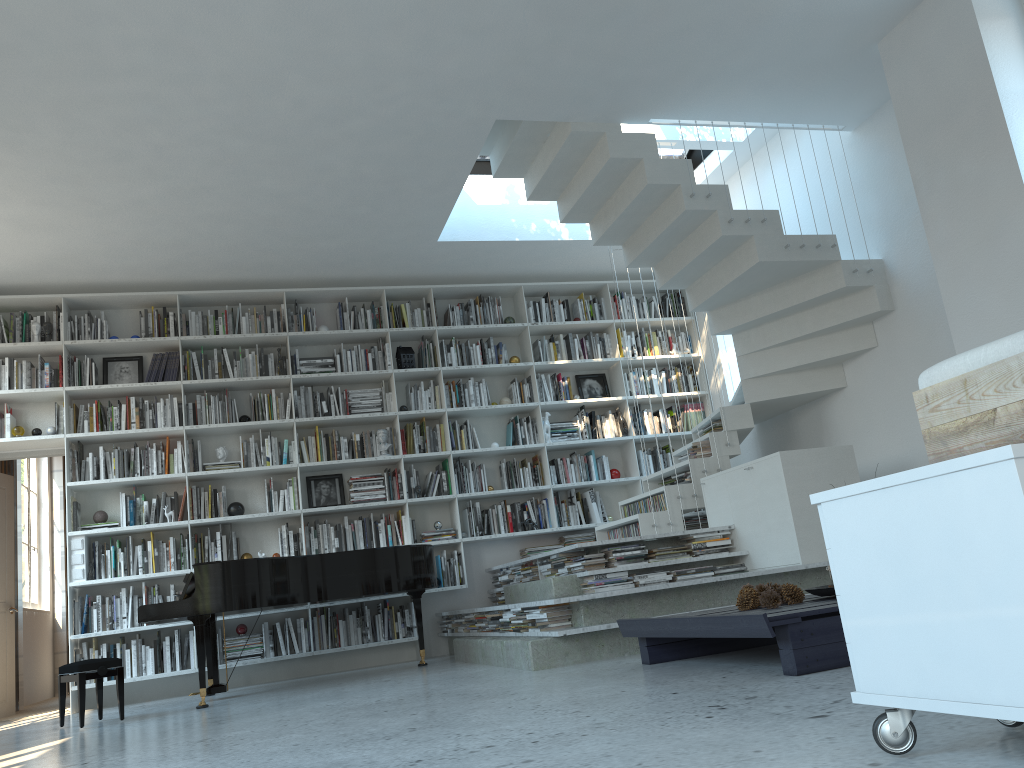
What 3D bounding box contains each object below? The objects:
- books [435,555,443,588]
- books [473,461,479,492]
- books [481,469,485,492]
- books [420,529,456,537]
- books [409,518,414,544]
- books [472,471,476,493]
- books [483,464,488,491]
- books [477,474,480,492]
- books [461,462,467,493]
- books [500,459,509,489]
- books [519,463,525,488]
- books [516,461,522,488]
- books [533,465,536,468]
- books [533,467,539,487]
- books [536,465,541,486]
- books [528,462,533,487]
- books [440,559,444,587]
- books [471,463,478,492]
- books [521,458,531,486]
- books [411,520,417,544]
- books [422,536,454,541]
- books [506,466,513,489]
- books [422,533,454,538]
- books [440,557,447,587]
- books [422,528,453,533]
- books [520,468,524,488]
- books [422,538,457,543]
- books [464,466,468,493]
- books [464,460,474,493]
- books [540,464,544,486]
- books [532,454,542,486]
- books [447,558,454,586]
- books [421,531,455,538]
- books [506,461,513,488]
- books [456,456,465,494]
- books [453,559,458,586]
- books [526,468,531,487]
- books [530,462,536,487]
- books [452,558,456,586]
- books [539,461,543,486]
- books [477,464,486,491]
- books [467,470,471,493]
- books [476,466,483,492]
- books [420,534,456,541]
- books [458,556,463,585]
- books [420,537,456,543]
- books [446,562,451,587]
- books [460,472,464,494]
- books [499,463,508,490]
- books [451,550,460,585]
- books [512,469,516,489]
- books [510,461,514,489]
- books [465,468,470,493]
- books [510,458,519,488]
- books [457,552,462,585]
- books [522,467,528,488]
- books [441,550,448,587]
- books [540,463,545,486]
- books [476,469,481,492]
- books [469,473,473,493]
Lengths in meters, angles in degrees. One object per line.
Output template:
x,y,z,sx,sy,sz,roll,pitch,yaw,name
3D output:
-0.598,1.544,7.287,0.005,0.263,0.163,-4,-14,-18,books
-0.323,0.824,7.673,0.006,0.284,0.160,-4,-14,-18,books
-0.271,0.856,7.666,0.014,0.207,0.181,-4,-14,-18,books
-0.622,1.244,7.402,0.285,0.012,0.160,-4,-14,-14,books
-0.856,1.239,7.401,0.027,0.228,0.141,-4,-14,-18,books
-0.347,0.864,7.650,0.013,0.202,0.167,-4,-14,-18,books
-0.249,0.834,7.684,0.013,0.250,0.173,-4,-14,-18,books
-0.307,0.874,7.663,0.013,0.178,0.141,-4,-14,-18,books
-0.424,0.826,7.621,0.005,0.283,0.159,-4,-14,-17,books
-0.065,0.808,7.763,0.016,0.289,0.132,-4,-14,-18,books
0.069,0.821,7.795,0.030,0.243,0.136,-4,-14,-18,books
0.042,0.812,7.757,0.018,0.250,0.184,-4,-14,-18,books
0.201,0.830,7.824,0.016,0.204,0.142,-4,-14,-18,books
0.195,0.835,7.790,0.016,0.180,0.190,-4,-14,-18,books
0.217,0.827,7.819,0.013,0.203,0.159,-4,-14,-18,books
0.137,0.818,7.792,0.018,0.229,0.182,-4,-14,-18,books
-0.590,1.563,7.293,0.012,0.228,0.130,-4,-14,-18,books
-0.337,0.830,7.650,0.012,0.266,0.183,-4,-14,-18,books
0.122,0.798,7.794,0.006,0.273,0.173,-4,-14,-17,books
-0.828,1.247,7.410,0.030,0.210,0.137,-4,-14,-18,books
-0.616,1.291,7.391,0.254,0.012,0.161,-5,-14,-12,books
-0.038,0.835,7.734,0.015,0.215,0.178,-4,-14,-18,books
-0.619,1.268,7.399,0.254,0.012,0.161,-5,-14,-13,books
-0.574,1.549,7.283,0.014,0.245,0.176,-4,-14,-18,books
-0.623,1.231,7.399,0.254,0.012,0.161,-6,-14,-9,books
0.064,0.844,7.754,0.018,0.182,0.182,-4,-14,-18,books
-0.612,1.314,7.384,0.285,0.012,0.160,-4,-14,-15,books
-0.414,0.843,7.622,0.013,0.248,0.165,-4,-14,-18,books
-0.368,0.816,7.639,0.014,0.296,0.175,-4,-14,-18,books
0.243,0.816,7.855,0.007,0.235,0.132,-4,-14,-18,books
0.223,0.781,7.825,0.007,0.294,0.162,-4,-14,-17,books
-0.508,1.554,7.294,0.026,0.224,0.175,-4,-14,-18,books
-0.619,1.254,7.391,0.254,0.012,0.161,-3,-14,-17,books
-0.030,0.816,7.757,0.015,0.261,0.150,-4,-14,-18,books
-0.447,0.805,7.646,0.007,0.341,0.150,-4,-14,-18,books
-0.478,1.558,7.301,0.011,0.211,0.179,-4,-14,-18,books
0.117,0.842,7.778,0.019,0.182,0.191,-4,-14,-18,books
0.166,0.819,7.815,0.021,0.231,0.155,-4,-14,-18,books
-0.494,1.557,7.315,0.012,0.225,0.149,-4,-14,-18,books
0.231,0.813,7.848,0.019,0.240,0.134,-4,-14,-18,books
-0.262,0.830,7.681,0.014,0.260,0.142,-4,-14,-18,books
-0.390,0.857,7.628,0.013,0.218,0.161,-4,-14,-18,books
-0.288,0.842,7.668,0.015,0.237,0.177,-4,-14,-18,books
-0.617,1.279,7.392,0.285,0.012,0.160,-4,-14,-15,books
-0.438,1.549,7.331,0.013,0.232,0.149,-4,-14,-18,books
-0.615,1.304,7.391,0.285,0.012,0.160,-5,-14,-13,books
-0.532,1.572,7.308,0.013,0.202,0.139,-4,-14,-18,books
-0.444,0.870,7.619,0.013,0.204,0.154,-4,-14,-18,books
-0.075,0.824,7.742,0.019,0.251,0.130,-4,-14,-18,books
-0.469,1.524,7.321,0.021,0.284,0.173,-4,-14,-18,books
-0.002,0.845,7.778,0.031,0.208,0.122,-4,-14,-18,books
-0.018,0.816,7.759,0.008,0.258,0.159,-4,-14,-17,books
-0.398,0.850,7.614,0.011,0.226,0.188,-4,-14,-18,books
0.021,0.803,7.781,0.007,0.284,0.160,-4,-14,-18,books
-0.457,1.535,7.344,0.015,0.270,0.158,-4,-14,-18,books
0.099,0.838,7.778,0.015,0.194,0.176,-4,-14,-18,books
-0.560,1.527,7.314,0.032,0.299,0.149,-4,-14,-18,books
0.253,0.819,7.848,0.009,0.223,0.146,-4,-14,-18,books
-0.300,0.853,7.672,0.008,0.222,0.134,-4,-14,-18,books
-0.374,0.870,7.624,0.013,0.186,0.184,-4,-14,-18,books
